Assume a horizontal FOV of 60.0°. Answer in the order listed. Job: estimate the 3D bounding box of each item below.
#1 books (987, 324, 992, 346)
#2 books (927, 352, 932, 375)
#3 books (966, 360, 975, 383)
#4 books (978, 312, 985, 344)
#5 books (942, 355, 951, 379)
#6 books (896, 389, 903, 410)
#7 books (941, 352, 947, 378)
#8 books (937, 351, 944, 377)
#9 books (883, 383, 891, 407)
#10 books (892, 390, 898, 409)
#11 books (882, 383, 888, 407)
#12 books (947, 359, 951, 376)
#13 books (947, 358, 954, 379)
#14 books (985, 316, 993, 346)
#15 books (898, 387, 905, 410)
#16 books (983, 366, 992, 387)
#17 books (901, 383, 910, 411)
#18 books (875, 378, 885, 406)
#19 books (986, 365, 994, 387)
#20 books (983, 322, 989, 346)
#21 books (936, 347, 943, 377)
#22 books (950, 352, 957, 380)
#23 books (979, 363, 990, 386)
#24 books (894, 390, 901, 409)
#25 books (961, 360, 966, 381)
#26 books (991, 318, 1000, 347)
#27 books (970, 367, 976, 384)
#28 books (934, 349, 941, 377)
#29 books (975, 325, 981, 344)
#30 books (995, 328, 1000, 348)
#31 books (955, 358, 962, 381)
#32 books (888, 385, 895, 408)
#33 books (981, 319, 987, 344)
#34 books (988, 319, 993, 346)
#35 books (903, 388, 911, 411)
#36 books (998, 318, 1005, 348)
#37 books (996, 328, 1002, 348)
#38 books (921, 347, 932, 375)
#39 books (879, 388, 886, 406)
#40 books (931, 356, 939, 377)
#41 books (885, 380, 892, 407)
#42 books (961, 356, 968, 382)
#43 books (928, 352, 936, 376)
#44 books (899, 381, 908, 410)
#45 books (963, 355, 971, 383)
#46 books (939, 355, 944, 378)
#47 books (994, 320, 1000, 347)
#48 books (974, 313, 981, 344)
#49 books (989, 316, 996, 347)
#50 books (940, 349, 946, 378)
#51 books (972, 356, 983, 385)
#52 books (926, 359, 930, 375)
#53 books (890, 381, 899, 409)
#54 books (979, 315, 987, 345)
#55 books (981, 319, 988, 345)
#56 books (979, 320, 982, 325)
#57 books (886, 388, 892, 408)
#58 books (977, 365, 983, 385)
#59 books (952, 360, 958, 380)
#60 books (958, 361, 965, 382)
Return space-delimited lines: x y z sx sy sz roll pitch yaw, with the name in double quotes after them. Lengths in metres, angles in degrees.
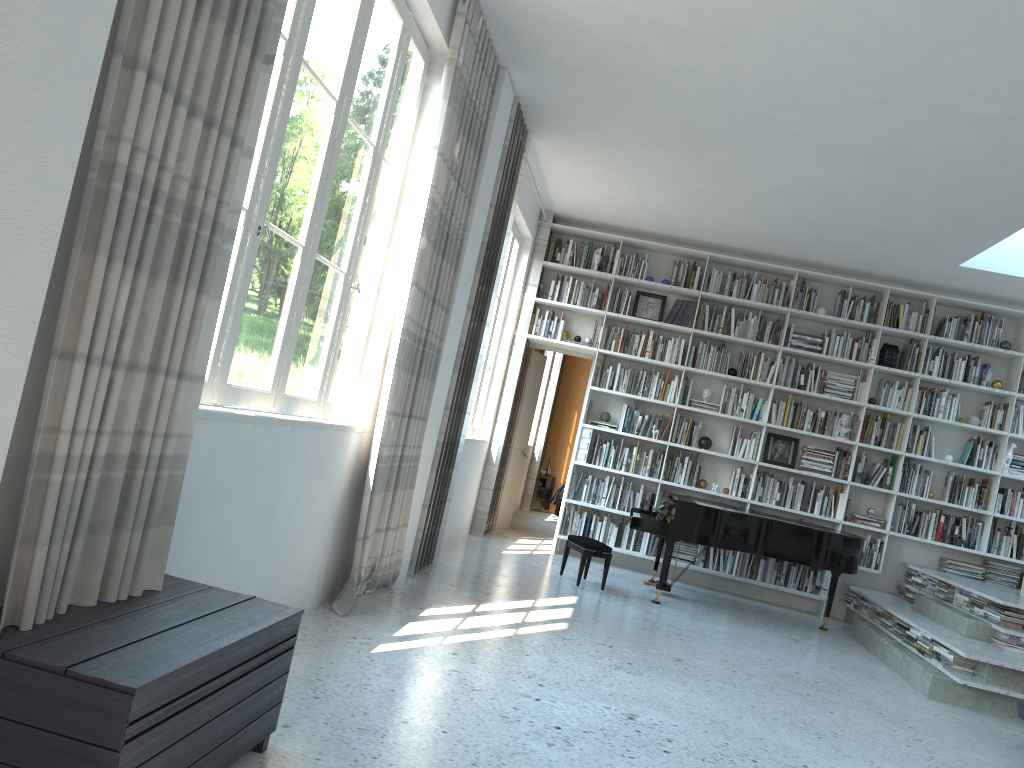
4.422 -0.445 8.273 0.014 0.258 0.149 12 -2 8 "books"
3.899 -0.172 8.331 0.012 0.239 0.139 12 -2 8 "books"
4.241 -0.099 8.265 0.030 0.238 0.186 12 -2 8 "books"
4.348 -0.497 8.282 0.007 0.329 0.183 12 -2 8 "books"
4.042 -0.143 8.294 0.027 0.241 0.160 12 -2 8 "books"
3.613 0.156 8.331 0.029 0.211 0.158 12 -2 8 "books"
4.030 -0.162 8.321 0.012 0.276 0.133 12 -2 8 "books"
3.986 -0.169 8.305 0.010 0.268 0.166 12 -2 8 "books"
3.509 0.115 8.360 0.028 0.250 0.164 12 -2 8 "books"
3.572 0.156 8.333 0.024 0.195 0.173 12 -3 8 "books"
3.492 0.115 8.367 0.024 0.242 0.159 12 -2 8 "books"
4.062 -0.124 8.309 0.014 0.215 0.132 12 -2 8 "books"
4.083 -0.124 8.310 0.028 0.223 0.142 12 -2 8 "books"
4.416 -0.471 8.269 0.008 0.307 0.183 12 -2 8 "books"
3.635 0.150 8.335 0.024 0.234 0.150 12 -2 8 "books"
4.385 -0.057 8.246 0.048 0.216 0.182 12 -3 8 "books"
3.671 0.135 8.331 0.025 0.277 0.173 12 -2 8 "books"
3.466 0.088 8.373 0.018 0.285 0.159 12 -2 8 "books"
4.425 -0.054 8.259 0.026 0.229 0.140 12 -2 8 "books"
4.396 -0.447 8.278 0.024 0.252 0.150 12 -2 8 "books"
3.979 -0.190 8.308 0.014 0.306 0.152 12 -2 8 "books"
4.109 -0.149 8.304 0.013 0.284 0.154 12 -2 8 "books"
4.364 -0.071 8.241 0.054 0.235 0.171 12 -2 8 "books"
3.591 0.159 8.333 0.027 0.196 0.185 12 -3 8 "books"
4.178 -0.104 8.278 0.011 0.222 0.159 12 -2 8 "books"
4.469 -0.455 8.261 0.013 0.297 0.188 12 -2 8 "books"
4.263 -0.065 8.264 0.027 0.181 0.176 12 -3 8 "books"
3.964 -0.180 8.316 0.011 0.283 0.173 12 -2 8 "books"
4.313 -0.440 8.268 0.018 0.201 0.188 12 -3 8 "books"
4.484 -0.409 8.263 0.018 0.214 0.157 12 -2 8 "books"
4.143 -0.119 8.284 0.023 0.236 0.149 12 -2 8 "books"
3.546 0.130 8.348 0.023 0.236 0.178 12 -2 8 "books"
4.374 -0.466 8.287 0.012 0.280 0.144 12 -2 8 "books"
4.441 -0.461 8.276 0.019 0.299 0.137 12 -2 8 "books"
3.680 0.161 8.312 0.028 0.229 0.177 12 -2 8 "books"
4.518 -0.449 8.253 0.006 0.306 0.163 12 -2 8 "books"
4.497 -0.404 8.252 0.014 0.208 0.188 12 -3 8 "books"
3.880 -0.200 8.321 0.012 0.285 0.159 12 -2 8 "books"
3.464 0.138 8.348 0.028 0.185 0.181 12 -3 8 "books"
3.936 -0.149 8.300 0.026 0.207 0.181 12 -3 8 "books"
3.526 0.105 8.359 0.019 0.275 0.146 12 -2 8 "books"
4.194 -0.122 8.278 0.012 0.264 0.156 12 -2 8 "books"
3.917 -0.170 8.323 0.026 0.243 0.148 12 -2 8 "books"
3.658 0.124 8.336 0.028 0.293 0.154 12 -2 8 "books"
4.228 -0.124 8.287 0.012 0.285 0.159 12 -2 8 "books"
3.994 -0.150 8.312 0.012 0.235 0.165 12 -2 8 "books"
4.476 -0.444 8.253 0.008 0.278 0.180 12 -2 8 "books"
4.315 -0.496 8.288 0.006 0.312 0.179 12 -2 8 "books"
4.459 -0.468 8.292 0.008 0.321 0.133 12 -2 8 "books"
4.015 -0.176 8.317 0.021 0.296 0.138 12 -2 8 "books"
4.300 -0.111 8.249 0.029 0.285 0.183 12 -2 8 "books"
3.893 -0.193 8.339 0.011 0.280 0.133 12 -2 8 "books"
3.564 0.112 8.325 0.028 0.275 0.187 12 -2 8 "books"
4.353 -0.482 8.263 0.015 0.299 0.183 12 -2 8 "books"
4.383 -0.462 8.282 0.008 0.274 0.163 12 -2 8 "books"
4.332 -0.461 8.282 0.008 0.251 0.170 12 -2 8 "books"
3.529 0.141 8.355 0.023 0.207 0.171 12 -3 8 "books"
4.323 -0.068 8.258 0.030 0.213 0.157 12 -2 8 "books"
4.120 -0.113 8.299 0.025 0.216 0.144 12 -2 8 "books"
4.159 -0.102 8.266 0.021 0.209 0.181 12 -3 8 "books"
